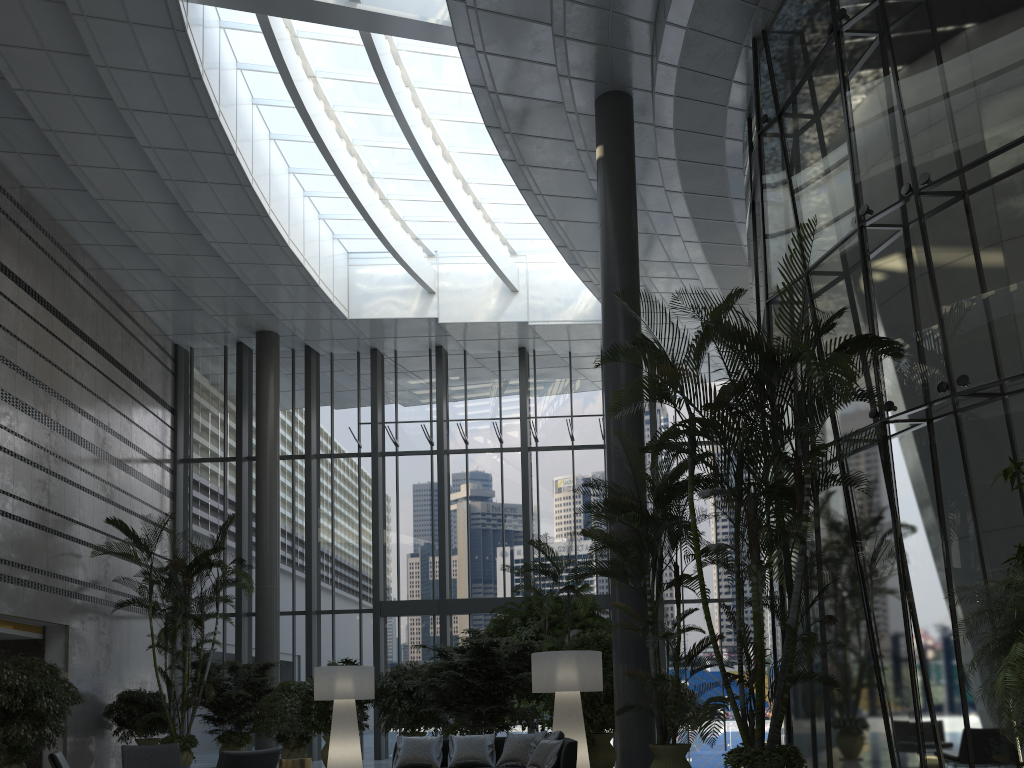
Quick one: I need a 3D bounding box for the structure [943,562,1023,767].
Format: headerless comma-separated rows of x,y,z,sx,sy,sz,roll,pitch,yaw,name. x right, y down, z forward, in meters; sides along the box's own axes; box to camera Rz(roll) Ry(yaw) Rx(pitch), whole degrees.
2.715,1.675,4.171,0.992,1.706,0.943,1,-9,-16,structure

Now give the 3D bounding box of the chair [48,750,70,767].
-4.643,4.336,9.360,0.746,0.644,0.745,5,-15,-24,chair

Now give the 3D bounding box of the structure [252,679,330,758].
-3.741,5.922,14.873,1.484,1.547,1.620,6,-15,-30,structure

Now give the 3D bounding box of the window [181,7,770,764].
-2.496,0.068,10.539,13.528,9.591,19.755,-5,-18,14,window

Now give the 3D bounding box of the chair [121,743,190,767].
-4.390,4.771,10.545,0.749,0.644,0.741,8,-17,-33,chair

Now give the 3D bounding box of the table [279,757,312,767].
-2.469,4.519,9.776,0.446,0.478,0.460,1,-13,-12,table

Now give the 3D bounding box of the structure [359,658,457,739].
-1.601,5.573,14.471,2.012,1.820,1.725,-10,-15,32,structure

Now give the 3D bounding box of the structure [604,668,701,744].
2.018,4.898,12.548,1.484,1.547,1.620,6,-15,-30,structure

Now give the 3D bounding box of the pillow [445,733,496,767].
-0.443,4.119,9.611,0.609,0.387,0.311,-3,-11,4,pillow

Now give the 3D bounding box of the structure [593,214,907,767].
1.897,1.269,6.870,2.475,4.489,2.597,1,-9,-17,structure

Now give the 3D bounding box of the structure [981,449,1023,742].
3.329,1.432,4.819,1.163,2.618,1.066,2,-8,-25,structure

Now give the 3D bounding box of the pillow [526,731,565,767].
0.347,3.759,8.740,0.367,0.433,0.657,2,-16,-15,pillow

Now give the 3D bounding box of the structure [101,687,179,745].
-6.499,6.087,15.024,1.133,1.487,1.463,-11,-16,42,structure

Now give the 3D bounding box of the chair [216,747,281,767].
-2.836,4.036,8.687,0.727,0.643,0.763,-11,-17,34,chair

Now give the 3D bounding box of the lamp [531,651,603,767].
0.667,4.001,10.123,0.868,1.611,0.842,5,-11,-38,lamp

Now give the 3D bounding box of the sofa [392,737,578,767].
-0.370,4.037,8.854,1.930,0.672,2.112,0,-19,-4,sofa

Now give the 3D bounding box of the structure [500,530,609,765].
0.636,3.561,11.324,1.428,3.338,1.250,0,-7,-13,structure

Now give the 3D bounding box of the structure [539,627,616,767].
1.200,4.409,11.861,1.569,2.048,1.647,-11,-15,43,structure

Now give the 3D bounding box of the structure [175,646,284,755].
-5.089,5.882,15.588,1.888,2.208,1.927,2,-12,-14,structure

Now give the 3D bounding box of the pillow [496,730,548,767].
0.101,4.007,9.398,0.630,0.398,0.301,-16,-18,42,pillow

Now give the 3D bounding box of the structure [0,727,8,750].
-6.886,4.492,10.446,1.196,1.277,1.232,-4,-13,13,structure

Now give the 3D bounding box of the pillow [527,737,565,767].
0.335,3.640,8.361,0.281,0.354,0.584,3,-17,-23,pillow

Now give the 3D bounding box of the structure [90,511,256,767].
-5.650,4.368,14.629,2.521,4.490,2.548,-2,-9,7,structure

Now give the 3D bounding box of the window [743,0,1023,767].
4.890,1.261,11.535,4.223,7.613,16.256,-2,-18,3,window

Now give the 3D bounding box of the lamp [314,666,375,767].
-2.378,4.850,12.179,0.832,1.611,0.879,-4,-9,19,lamp

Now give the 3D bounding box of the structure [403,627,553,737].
-0.534,4.752,12.934,2.252,2.238,2.438,1,-14,-12,structure

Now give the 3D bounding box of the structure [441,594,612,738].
0.584,5.008,14.551,3.752,2.843,3.355,-5,-14,13,structure

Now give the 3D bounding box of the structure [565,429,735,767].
1.446,2.370,8.542,1.669,3.594,2.105,1,-9,-14,structure

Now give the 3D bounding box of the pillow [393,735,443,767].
-1.048,4.125,9.584,0.610,0.387,0.311,-1,-11,0,pillow

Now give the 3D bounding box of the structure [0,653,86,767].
-6.932,4.738,11.965,1.628,1.896,2.134,-8,-15,31,structure

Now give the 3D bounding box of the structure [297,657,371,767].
-2.956,5.551,14.404,1.239,1.894,1.446,-6,-12,26,structure
